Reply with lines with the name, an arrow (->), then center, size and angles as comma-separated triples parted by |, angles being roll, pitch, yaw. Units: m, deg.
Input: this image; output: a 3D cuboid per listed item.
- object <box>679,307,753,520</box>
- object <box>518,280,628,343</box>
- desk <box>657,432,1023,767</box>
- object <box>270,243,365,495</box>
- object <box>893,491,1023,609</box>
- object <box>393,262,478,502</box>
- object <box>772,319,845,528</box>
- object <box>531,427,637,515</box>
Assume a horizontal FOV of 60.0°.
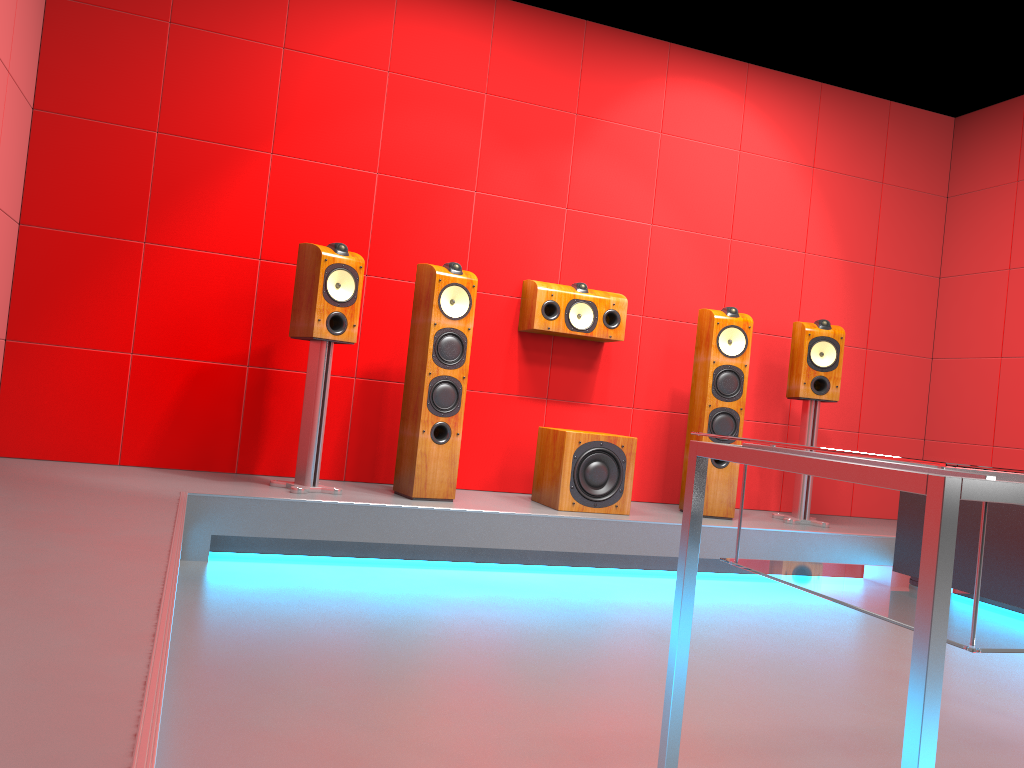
object -> 1.028, 0.138, 4.462 | 0.203, 1.052, 0.238 | 6, -1, -9
object -> 0.314, -0.379, 4.523 | 0.493, 0.271, 0.235 | 6, -1, -19
desk -> 1.062, 0.507, 1.490 | 1.617, 0.690, 0.594 | 6, -1, -19
object -> -0.824, -0.075, 3.789 | 0.231, 1.058, 0.265 | 7, -2, -39
object -> 0.897, 0.271, 1.360 | 0.431, 0.158, 0.371 | 6, -1, -19
object -> -0.339, -0.018, 3.959 | 0.203, 1.052, 0.238 | 7, -1, -29
object -> 1.551, 0.193, 4.622 | 0.231, 1.058, 0.265 | 6, -1, 1
object -> 0.338, 0.407, 4.199 | 0.360, 0.360, 0.360 | 6, -1, -19
